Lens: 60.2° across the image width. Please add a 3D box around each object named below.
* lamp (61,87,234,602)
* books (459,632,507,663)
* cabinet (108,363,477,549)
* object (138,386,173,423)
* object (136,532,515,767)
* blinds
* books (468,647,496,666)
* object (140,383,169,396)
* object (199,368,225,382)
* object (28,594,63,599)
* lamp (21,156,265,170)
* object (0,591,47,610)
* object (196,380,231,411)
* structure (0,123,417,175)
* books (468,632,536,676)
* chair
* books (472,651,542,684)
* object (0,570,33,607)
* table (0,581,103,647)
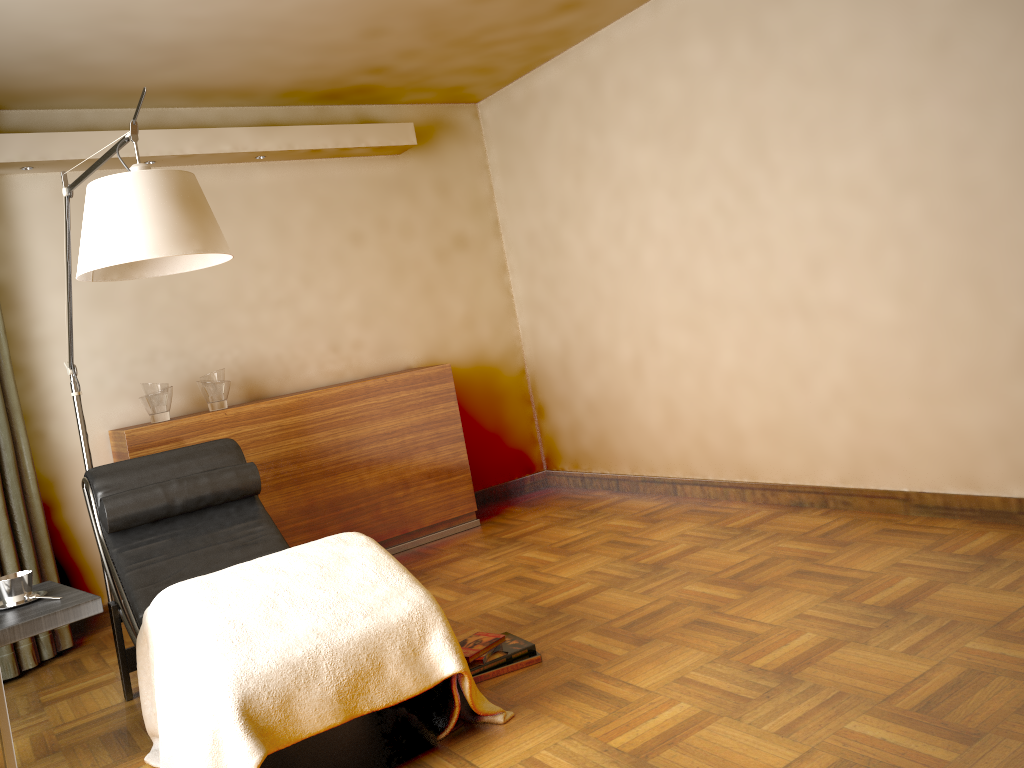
[{"bbox_3d":[-1.233,0.125,3.096,0.455,1.969,1.405,-10,0,-30],"label":"lamp"},{"bbox_3d":[-0.120,0.827,2.780,0.122,0.018,0.174,-7,5,41],"label":"books"},{"bbox_3d":[-1.053,0.479,4.506,1.687,0.863,0.412,-12,1,-34],"label":"cabinet"},{"bbox_3d":[-1.651,0.099,4.119,0.155,0.154,0.156,-10,1,13],"label":"object"},{"bbox_3d":[-0.611,0.755,2.446,0.924,0.520,0.902,-12,3,-33],"label":"object"},{"bbox_3d":[-2.369,0.026,3.142,0.224,2.455,1.537,-11,0,12],"label":"blinds"},{"bbox_3d":[-0.122,0.845,2.784,0.123,0.018,0.174,-9,4,16],"label":"books"},{"bbox_3d":[-1.658,0.061,4.120,0.121,0.150,0.123,-10,1,38],"label":"object"},{"bbox_3d":[-1.438,0.010,4.270,0.121,0.150,0.123,-10,1,36],"label":"object"},{"bbox_3d":[-1.318,0.600,2.493,0.123,0.019,0.029,-9,3,25],"label":"object"},{"bbox_3d":[-1.796,-1.115,4.400,1.167,0.028,0.050,-13,4,-34],"label":"lamp"},{"bbox_3d":[-1.411,0.622,2.525,0.151,0.009,0.149,-13,4,-28],"label":"object"},{"bbox_3d":[-1.431,0.048,4.269,0.157,0.154,0.154,-12,2,-43],"label":"object"},{"bbox_3d":[-1.522,-1.235,4.608,2.196,0.130,0.271,-13,4,-34],"label":"structure"},{"bbox_3d":[-0.085,0.857,2.795,0.266,0.020,0.188,-13,4,-29],"label":"books"},{"bbox_3d":[-0.915,0.630,2.896,0.640,0.798,1.776,-11,3,-33],"label":"chair"},{"bbox_3d":[-0.070,0.876,2.781,0.282,0.022,0.199,-12,4,-19],"label":"books"},{"bbox_3d":[-1.421,0.587,2.531,0.098,0.078,0.110,-12,2,-32],"label":"object"},{"bbox_3d":[-1.473,0.668,2.425,0.522,0.045,0.495,-14,5,-42],"label":"table"}]
